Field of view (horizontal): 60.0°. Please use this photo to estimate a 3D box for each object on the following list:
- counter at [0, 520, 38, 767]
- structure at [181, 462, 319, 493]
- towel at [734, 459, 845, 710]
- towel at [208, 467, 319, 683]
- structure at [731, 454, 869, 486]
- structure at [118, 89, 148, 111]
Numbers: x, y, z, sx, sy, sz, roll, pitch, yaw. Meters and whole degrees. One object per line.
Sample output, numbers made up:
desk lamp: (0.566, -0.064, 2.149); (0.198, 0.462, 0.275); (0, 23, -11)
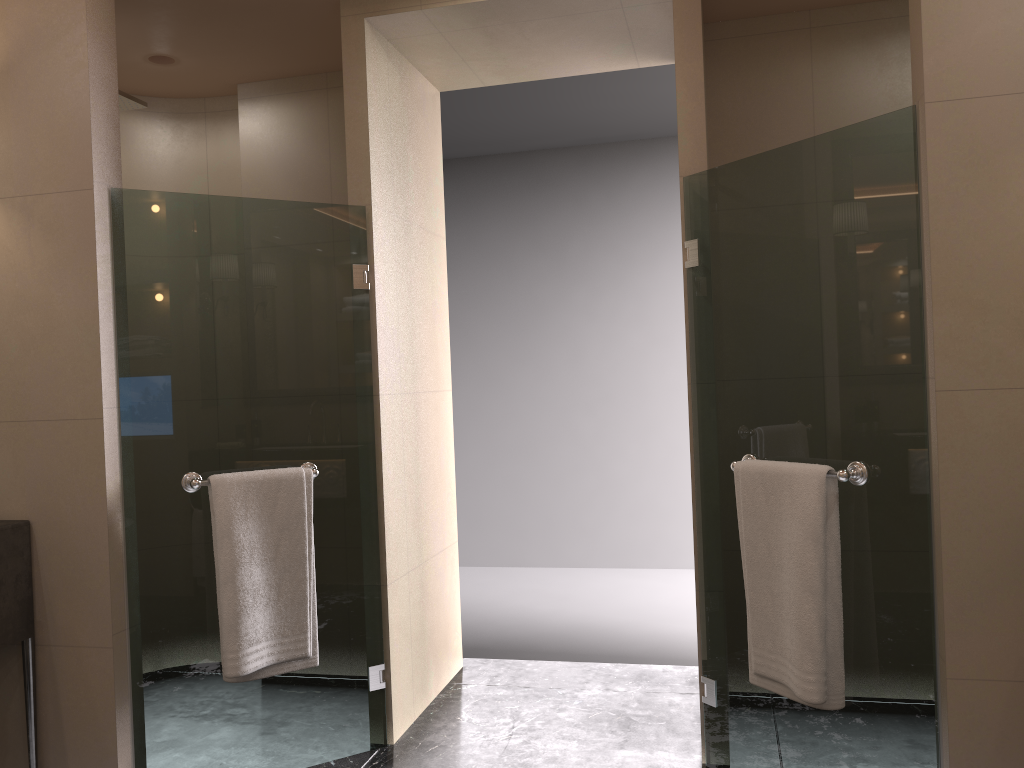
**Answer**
counter: (-1.722, 0.833, 1.935); (0.543, 0.858, 1.330); (-2, 0, 14)
structure: (-0.780, 0.284, 2.690); (0.415, 0.061, 0.074); (-2, 0, -31)
towel: (0.743, 0.517, 2.340); (0.154, 0.629, 0.313); (-2, 0, -20)
towel: (-0.759, 0.575, 2.701); (0.313, 0.629, 0.154); (-3, 0, -43)
structure: (0.734, 0.225, 2.325); (0.074, 0.061, 0.415); (-2, 0, -31)
structure: (-1.535, -0.369, 3.065); (0.506, 1.409, 0.311); (-2, 0, 3)
